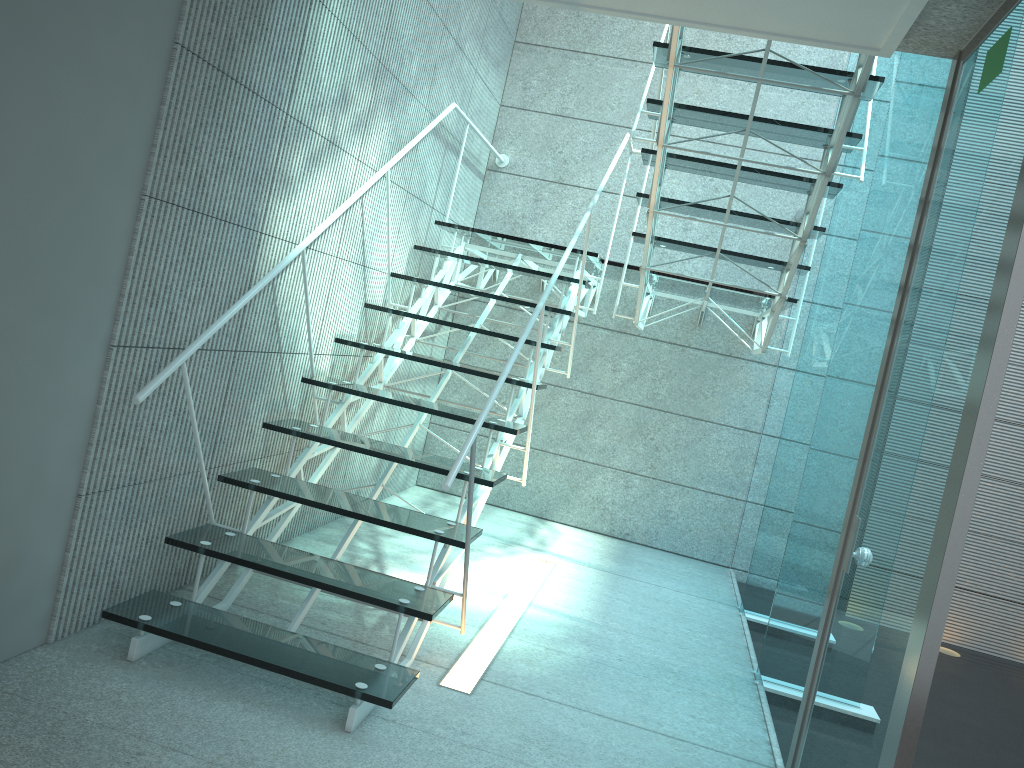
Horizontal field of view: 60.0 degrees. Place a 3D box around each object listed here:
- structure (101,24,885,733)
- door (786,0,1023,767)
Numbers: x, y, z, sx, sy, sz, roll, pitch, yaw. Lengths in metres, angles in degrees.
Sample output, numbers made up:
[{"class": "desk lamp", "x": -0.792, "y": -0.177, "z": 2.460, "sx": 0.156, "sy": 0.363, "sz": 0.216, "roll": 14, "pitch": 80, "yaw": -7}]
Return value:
[{"class": "structure", "x": 0.707, "y": -2.039, "z": 3.693, "sx": 1.913, "sy": 6.002, "sz": 3.294, "roll": 13, "pitch": 2, "yaw": 11}, {"class": "door", "x": 0.908, "y": 0.132, "z": 1.956, "sx": 0.076, "sy": 2.063, "sz": 0.865, "roll": 13, "pitch": 2, "yaw": 10}]
